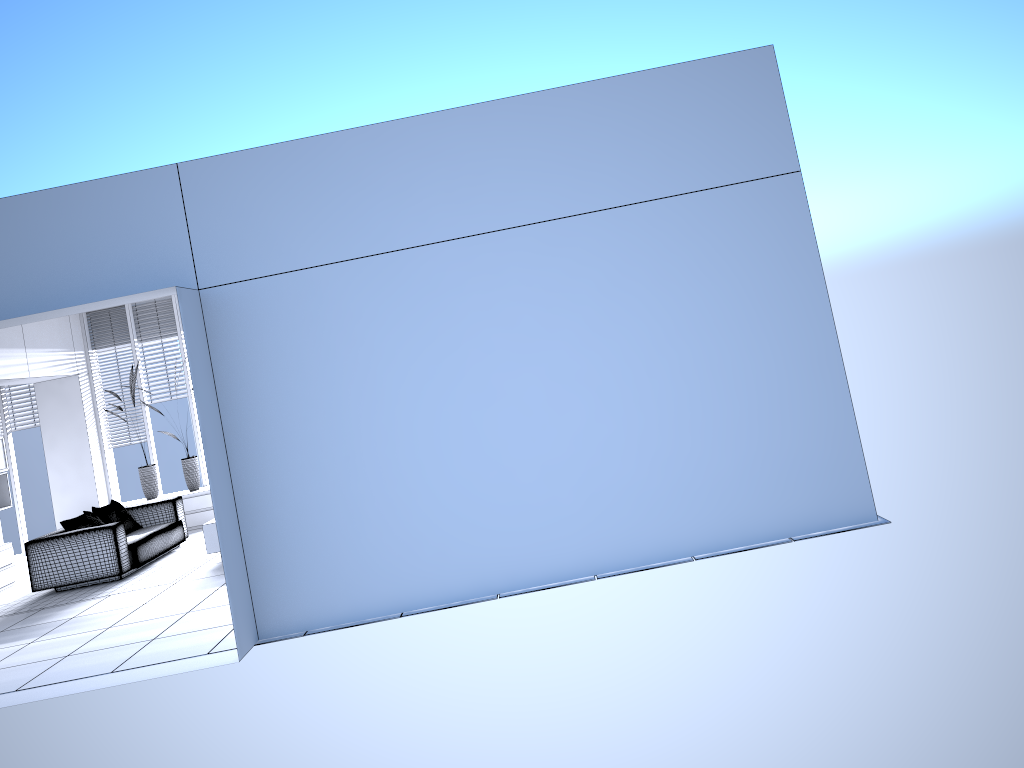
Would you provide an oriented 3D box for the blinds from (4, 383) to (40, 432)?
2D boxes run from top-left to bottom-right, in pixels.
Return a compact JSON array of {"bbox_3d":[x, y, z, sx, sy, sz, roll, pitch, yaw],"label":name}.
[{"bbox_3d":[-6.616,-0.087,12.015,0.636,1.384,0.038,-11,-4,1],"label":"blinds"}]

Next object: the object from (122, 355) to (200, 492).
[{"bbox_3d":[-4.329,0.478,11.300,1.553,1.875,0.687,-11,-3,-5],"label":"object"}]

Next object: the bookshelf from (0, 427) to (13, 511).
[{"bbox_3d":[-6.048,0.893,8.812,0.327,1.256,2.813,-11,1,2],"label":"bookshelf"}]

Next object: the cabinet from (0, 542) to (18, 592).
[{"bbox_3d":[-5.686,2.043,8.450,0.573,0.451,2.266,-11,2,2],"label":"cabinet"}]

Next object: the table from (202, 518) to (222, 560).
[{"bbox_3d":[-2.580,1.444,8.966,0.650,0.390,1.199,-11,2,2],"label":"table"}]

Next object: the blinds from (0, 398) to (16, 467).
[{"bbox_3d":[-7.203,0.259,12.006,0.636,1.913,0.038,-11,-4,1],"label":"blinds"}]

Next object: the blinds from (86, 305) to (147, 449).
[{"bbox_3d":[-5.335,-0.103,11.954,0.636,1.893,0.057,-11,-4,1],"label":"blinds"}]

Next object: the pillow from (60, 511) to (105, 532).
[{"bbox_3d":[-4.278,1.498,8.936,0.340,0.390,0.565,-11,0,-1],"label":"pillow"}]

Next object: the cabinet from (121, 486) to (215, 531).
[{"bbox_3d":[-4.420,1.673,11.386,1.675,0.452,0.595,-11,0,1],"label":"cabinet"}]

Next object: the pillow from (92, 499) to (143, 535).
[{"bbox_3d":[-4.269,1.449,9.516,0.300,0.400,0.564,-11,0,-1],"label":"pillow"}]

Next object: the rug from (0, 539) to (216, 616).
[{"bbox_3d":[-3.898,1.897,8.978,1.797,0.001,2.229,-11,2,1],"label":"rug"}]

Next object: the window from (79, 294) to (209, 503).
[{"bbox_3d":[-2.852,0.020,11.806,5.500,3.145,0.099,-11,-4,1],"label":"window"}]

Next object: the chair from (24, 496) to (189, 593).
[{"bbox_3d":[-4.122,1.647,9.205,0.959,0.554,1.646,-11,2,1],"label":"chair"}]

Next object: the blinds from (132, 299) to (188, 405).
[{"bbox_3d":[-4.748,-0.450,11.964,0.636,1.373,0.050,-11,-4,1],"label":"blinds"}]

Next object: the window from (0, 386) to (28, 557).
[{"bbox_3d":[-7.092,0.848,11.881,0.688,3.145,0.099,-11,-4,1],"label":"window"}]

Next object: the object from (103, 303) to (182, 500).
[{"bbox_3d":[-4.944,0.011,11.669,1.412,3.003,0.497,-13,-4,29],"label":"object"}]
